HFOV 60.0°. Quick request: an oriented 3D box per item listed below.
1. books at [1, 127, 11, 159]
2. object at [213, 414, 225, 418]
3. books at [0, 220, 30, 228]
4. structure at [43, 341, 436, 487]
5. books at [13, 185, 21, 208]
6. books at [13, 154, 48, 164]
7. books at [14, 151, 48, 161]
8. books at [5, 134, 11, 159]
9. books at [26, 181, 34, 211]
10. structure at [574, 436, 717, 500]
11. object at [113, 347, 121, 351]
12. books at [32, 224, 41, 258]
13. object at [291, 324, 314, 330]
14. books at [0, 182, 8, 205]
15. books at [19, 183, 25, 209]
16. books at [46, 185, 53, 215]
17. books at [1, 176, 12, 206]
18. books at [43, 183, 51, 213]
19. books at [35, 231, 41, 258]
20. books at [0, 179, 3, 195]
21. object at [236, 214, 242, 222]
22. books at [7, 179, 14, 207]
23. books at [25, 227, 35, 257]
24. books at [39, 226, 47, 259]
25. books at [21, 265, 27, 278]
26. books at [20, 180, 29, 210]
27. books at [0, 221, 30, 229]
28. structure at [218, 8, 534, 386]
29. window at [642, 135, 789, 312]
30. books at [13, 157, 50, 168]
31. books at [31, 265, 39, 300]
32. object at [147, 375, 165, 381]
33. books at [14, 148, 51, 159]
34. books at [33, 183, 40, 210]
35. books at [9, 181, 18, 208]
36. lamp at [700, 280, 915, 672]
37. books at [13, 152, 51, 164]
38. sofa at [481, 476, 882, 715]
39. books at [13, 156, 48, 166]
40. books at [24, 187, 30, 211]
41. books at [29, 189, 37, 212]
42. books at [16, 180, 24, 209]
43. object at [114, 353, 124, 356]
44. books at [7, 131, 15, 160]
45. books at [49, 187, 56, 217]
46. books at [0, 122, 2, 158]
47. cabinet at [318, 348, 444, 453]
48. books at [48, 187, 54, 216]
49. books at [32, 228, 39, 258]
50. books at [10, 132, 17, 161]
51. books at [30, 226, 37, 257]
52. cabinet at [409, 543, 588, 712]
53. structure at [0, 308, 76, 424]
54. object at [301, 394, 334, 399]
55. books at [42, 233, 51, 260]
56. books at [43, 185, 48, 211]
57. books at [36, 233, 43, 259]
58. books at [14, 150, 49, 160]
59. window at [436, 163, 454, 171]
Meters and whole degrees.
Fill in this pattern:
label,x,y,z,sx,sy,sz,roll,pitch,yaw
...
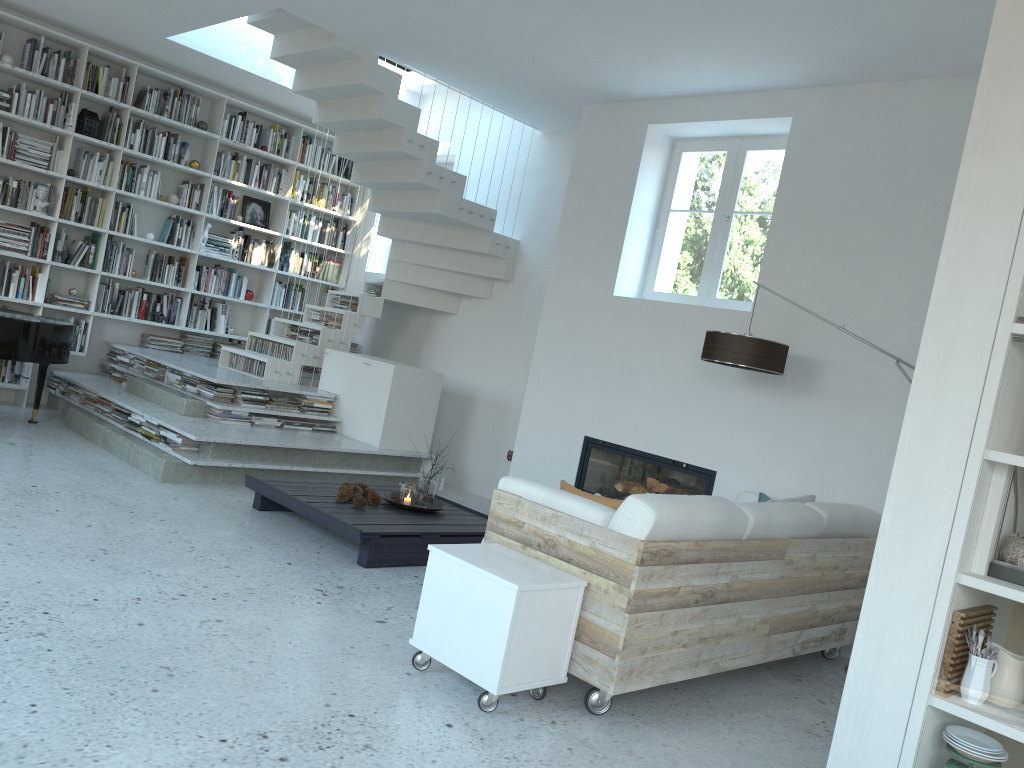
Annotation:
label,x,y,z,sx,sy,sz,roll,pitch,yaw
books,-4.193,-1.980,7.305,0.021,0.269,0.191,9,3,-45
object,-2.171,0.247,6.770,0.204,0.004,0.139,10,3,-42
books,-4.213,-1.353,7.456,0.254,0.012,0.160,10,2,-41
structure,-2.213,0.267,7.797,2.902,0.659,3.108,10,3,-45
books,-4.173,-1.569,7.426,0.029,0.200,0.178,9,3,-45
books,-4.071,-1.892,7.472,0.160,0.012,0.254,13,3,44
books,-4.065,-1.916,7.470,0.254,0.012,0.160,10,3,-43
books,-4.193,-1.954,7.333,0.024,0.216,0.132,9,4,-45
books,-4.103,-1.587,7.515,0.024,0.259,0.126,9,4,-45
structure,1.102,0.788,6.213,1.209,0.584,0.735,13,3,41
object,-3.589,-0.321,8.237,0.131,0.025,0.290,10,3,-43
books,-4.097,-1.229,7.609,0.011,0.288,0.151,9,4,-45
object,-1.985,-0.543,8.421,0.161,0.025,0.174,10,2,-41
books,-4.253,-1.582,7.377,0.050,0.199,0.145,9,3,-45
books,-4.161,-1.583,7.471,0.025,0.230,0.142,9,3,-45
books,-3.992,-1.572,7.615,0.014,0.266,0.153,9,4,-45
books,-4.218,-1.606,7.391,0.014,0.259,0.161,9,4,-45
books,-4.015,-1.583,7.612,0.025,0.279,0.108,9,4,-45
books,-4.099,-1.201,7.623,0.013,0.232,0.134,9,4,-45
books,-4.271,-1.593,7.339,0.030,0.215,0.168,9,3,-45
object,-2.724,-1.642,8.801,0.091,0.092,0.091,12,2,4
books,-4.209,-1.592,7.397,0.010,0.234,0.174,9,3,-45
books,-4.127,-1.216,7.571,0.012,0.254,0.160,9,3,-45
books,-4.058,-1.218,7.632,0.011,0.280,0.185,9,3,-45
books,-4.208,-0.875,7.601,0.010,0.284,0.131,9,4,-45
books,-4.128,-1.591,7.475,0.025,0.259,0.150,9,4,-45
books,-4.216,-1.341,7.458,0.160,0.012,0.254,13,2,42
structure,-1.519,-1.316,7.551,2.616,3.384,1.951,9,3,-45
window,1.442,-1.107,6.123,0.072,1.227,1.116,9,3,-45
books,-4.076,-1.868,7.474,0.285,0.012,0.159,10,3,-44
books,-4.138,-0.871,7.659,0.011,0.300,0.149,9,4,-45
object,-3.013,-0.051,7.615,0.266,0.010,0.145,13,2,41
books,-4.062,-1.940,7.470,0.285,0.012,0.159,10,3,-44
books,-4.070,-1.584,7.557,0.014,0.263,0.134,9,4,-45
books,-4.189,-1.583,7.404,0.029,0.224,0.185,9,3,-45
lamp,1.680,0.477,4.839,1.557,1.967,0.470,13,3,30
books,-4.066,-1.903,7.469,0.159,0.012,0.285,13,2,42
sofa,0.885,0.895,4.291,2.197,0.855,0.870,9,3,-45
books,-4.075,-1.881,7.475,0.254,0.012,0.160,10,3,-45
books,-4.128,-1.565,7.504,0.022,0.207,0.114,9,4,-45
books,-4.087,-1.555,7.535,0.035,0.201,0.149,9,3,-45
books,-4.147,-1.586,7.432,0.012,0.245,0.185,9,3,-45
object,-3.603,-0.270,8.236,0.135,0.011,0.221,10,2,-41
books,-4.170,-1.964,7.341,0.015,0.245,0.182,9,3,-45
books,-3.983,-1.571,7.651,0.023,0.265,0.107,9,4,-45
books,-4.224,-1.997,7.290,0.049,0.291,0.162,9,4,-45
cabinet,-1.155,0.128,7.478,0.552,0.668,0.991,9,3,-45
books,-3.991,-1.570,7.633,0.014,0.261,0.137,9,4,-45
books,-4.109,-1.215,7.602,0.013,0.256,0.162,9,3,-45
books,-4.152,-1.962,7.342,0.013,0.247,0.176,9,3,-45
books,-4.116,-1.218,7.578,0.011,0.261,0.184,9,3,-45
cabinet,-0.068,0.919,3.392,0.380,0.487,0.501,9,3,-45
structure,-4.113,-0.162,6.262,1.920,0.833,1.332,9,3,-45
object,-1.651,0.082,7.390,0.284,0.030,0.176,10,3,-45
books,-4.041,-1.189,7.642,0.034,0.229,0.199,9,3,-45
books,-4.027,-1.575,7.587,0.025,0.260,0.130,9,4,-45
books,-4.087,-1.192,7.634,0.021,0.217,0.132,9,4,-45
books,-4.062,-1.928,7.469,0.160,0.012,0.254,13,3,43
window,-0.865,-1.673,9.156,0.042,1.227,1.116,9,3,-45
